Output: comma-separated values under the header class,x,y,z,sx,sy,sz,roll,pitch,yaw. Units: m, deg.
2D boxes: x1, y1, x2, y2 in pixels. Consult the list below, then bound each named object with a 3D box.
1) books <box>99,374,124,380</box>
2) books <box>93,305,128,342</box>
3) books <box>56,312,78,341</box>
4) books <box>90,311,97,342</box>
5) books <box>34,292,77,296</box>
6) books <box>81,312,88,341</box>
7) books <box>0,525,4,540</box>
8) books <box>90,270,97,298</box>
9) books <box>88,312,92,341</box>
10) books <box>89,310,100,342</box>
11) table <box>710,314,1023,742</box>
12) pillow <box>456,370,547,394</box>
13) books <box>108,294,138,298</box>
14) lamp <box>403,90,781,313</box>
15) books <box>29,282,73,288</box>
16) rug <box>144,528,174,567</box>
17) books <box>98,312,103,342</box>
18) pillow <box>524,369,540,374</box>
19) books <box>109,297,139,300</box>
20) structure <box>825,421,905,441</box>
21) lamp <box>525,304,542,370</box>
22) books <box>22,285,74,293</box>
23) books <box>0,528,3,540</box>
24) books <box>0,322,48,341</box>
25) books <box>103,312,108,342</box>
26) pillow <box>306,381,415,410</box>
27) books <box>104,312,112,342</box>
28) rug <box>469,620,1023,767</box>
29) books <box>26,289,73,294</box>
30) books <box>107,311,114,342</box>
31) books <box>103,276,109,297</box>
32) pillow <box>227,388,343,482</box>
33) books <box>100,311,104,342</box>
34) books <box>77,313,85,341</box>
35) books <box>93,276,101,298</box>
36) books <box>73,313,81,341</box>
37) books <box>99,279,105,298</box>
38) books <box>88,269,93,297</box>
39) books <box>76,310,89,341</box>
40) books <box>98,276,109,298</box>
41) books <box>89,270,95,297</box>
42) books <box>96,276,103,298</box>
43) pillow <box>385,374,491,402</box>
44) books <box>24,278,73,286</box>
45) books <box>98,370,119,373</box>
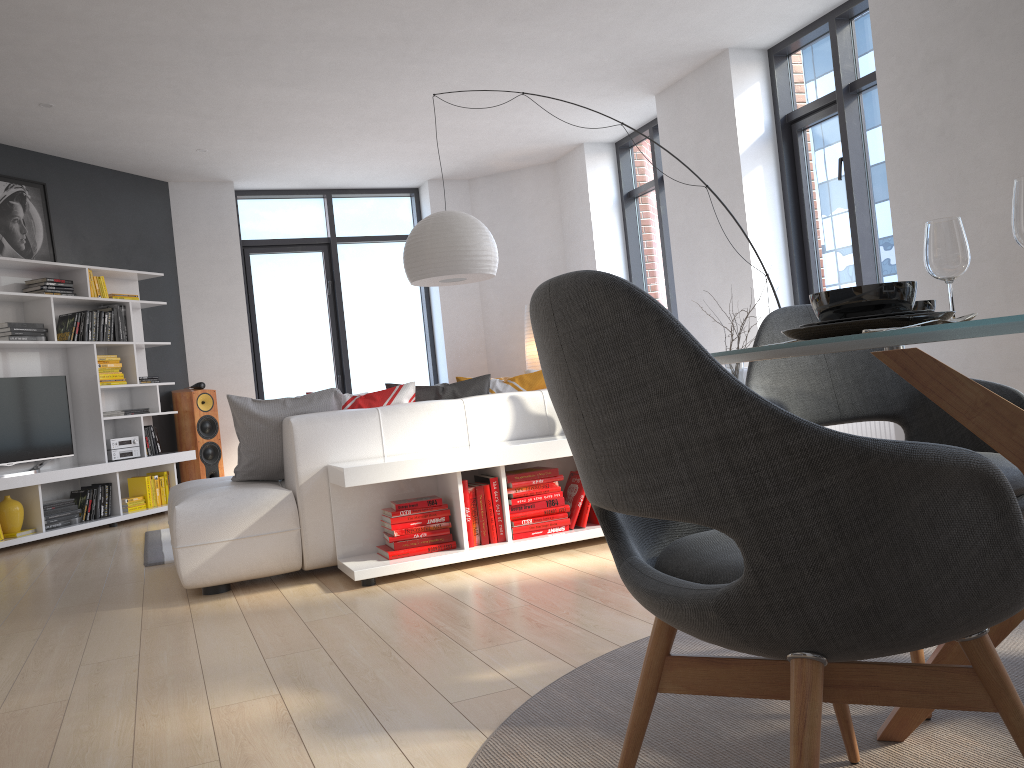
class,x,y,z,sx,sy,sz,roll,pitch,yaw
books,-3.323,-0.051,7.208,0.189,0.042,0.243,-6,0,23
books,-3.319,-0.483,7.328,0.259,0.321,0.128,-6,0,23
books,-3.467,-0.431,6.892,0.182,0.234,0.104,-6,0,23
books,-3.398,-0.446,7.066,0.191,0.249,0.084,-6,0,23
books,-3.544,-0.674,6.818,0.214,0.030,0.284,-6,0,26
books,-3.408,-0.440,6.976,0.172,0.242,0.069,-6,0,24
books,-3.550,0.973,6.063,0.149,0.193,0.046,-6,0,24
books,-3.405,-0.785,7.087,0.164,0.224,0.054,-6,0,22
books,-3.407,-0.440,7.029,0.179,0.243,0.068,-6,0,22
books,-3.386,-0.452,7.097,0.197,0.260,0.066,-6,0,23
table,1.101,0.253,1.525,1.499,0.764,1.499,-6,0,-33
pillow,0.316,0.122,5.495,0.630,0.440,2.095,-6,0,25
books,-3.293,-0.722,7.394,0.203,0.024,0.257,-6,0,26
lamp,0.911,-0.648,5.334,3.199,2.647,0.710,-6,0,14
books,-3.547,-0.753,6.821,0.180,0.026,0.246,-6,0,25
rug,-1.212,0.899,5.941,2.326,0.016,1.662,-6,0,-22
books,-3.351,-0.445,7.106,0.172,0.242,0.069,-6,0,24
pillow,0.403,0.096,5.802,0.580,0.456,2.156,-6,0,4
books,-3.282,-0.698,7.394,0.194,0.028,0.257,-6,0,28
structure,2.172,0.321,5.708,0.110,0.460,1.015,-6,0,-22
lamp,0.493,-0.041,8.629,0.804,1.550,0.502,-6,0,28
books,-3.570,-0.722,6.829,0.214,0.030,0.284,-6,0,26
books,-3.551,0.974,6.037,0.148,0.193,0.067,-6,0,24
books,-3.652,-0.365,6.524,0.277,0.137,0.343,-6,0,18
books,-3.344,-0.448,7.156,0.179,0.243,0.071,-6,0,22
pillow,0.034,0.159,4.793,2.250,0.449,0.575,-6,0,-25
books,-3.340,-0.451,7.196,0.191,0.249,0.084,-6,0,23
rug,1.131,0.640,1.520,2.499,0.010,2.499,-6,0,41
books,-3.550,-0.699,6.818,0.189,0.020,0.264,-6,0,21
books,-3.328,-0.457,7.228,0.197,0.260,0.066,-6,0,23
books,-3.341,-0.771,7.188,0.142,0.184,0.044,-6,0,24
pillow,-0.182,0.152,5.064,2.953,0.453,0.647,-6,0,-34
books,-3.367,-0.451,7.138,0.192,0.254,0.075,-6,0,22
books,-3.433,-0.434,6.949,0.169,0.233,0.081,-6,0,22
books,-3.370,-0.766,7.108,0.132,0.180,0.054,-6,0,23
books,-3.458,-0.431,6.925,0.187,0.234,0.096,-6,0,23
books,-3.337,-0.759,7.136,0.108,0.161,0.046,-6,0,22
books,-3.400,-0.788,7.028,0.161,0.229,0.041,-6,0,22
books,-3.424,-0.445,7.007,0.192,0.254,0.075,-6,0,22
books,-3.342,-0.771,7.163,0.141,0.184,0.064,-6,0,24
books,-3.408,-0.785,7.056,0.163,0.224,0.041,-6,0,21
books,-3.356,-0.767,7.123,0.128,0.178,0.044,-6,0,23
pillow,0.329,0.103,4.923,2.120,0.436,0.608,-6,0,-26
books,-3.561,-0.778,6.823,0.209,0.030,0.266,-6,0,16
books,-3.327,-0.096,7.195,0.145,0.023,0.217,-6,0,27
